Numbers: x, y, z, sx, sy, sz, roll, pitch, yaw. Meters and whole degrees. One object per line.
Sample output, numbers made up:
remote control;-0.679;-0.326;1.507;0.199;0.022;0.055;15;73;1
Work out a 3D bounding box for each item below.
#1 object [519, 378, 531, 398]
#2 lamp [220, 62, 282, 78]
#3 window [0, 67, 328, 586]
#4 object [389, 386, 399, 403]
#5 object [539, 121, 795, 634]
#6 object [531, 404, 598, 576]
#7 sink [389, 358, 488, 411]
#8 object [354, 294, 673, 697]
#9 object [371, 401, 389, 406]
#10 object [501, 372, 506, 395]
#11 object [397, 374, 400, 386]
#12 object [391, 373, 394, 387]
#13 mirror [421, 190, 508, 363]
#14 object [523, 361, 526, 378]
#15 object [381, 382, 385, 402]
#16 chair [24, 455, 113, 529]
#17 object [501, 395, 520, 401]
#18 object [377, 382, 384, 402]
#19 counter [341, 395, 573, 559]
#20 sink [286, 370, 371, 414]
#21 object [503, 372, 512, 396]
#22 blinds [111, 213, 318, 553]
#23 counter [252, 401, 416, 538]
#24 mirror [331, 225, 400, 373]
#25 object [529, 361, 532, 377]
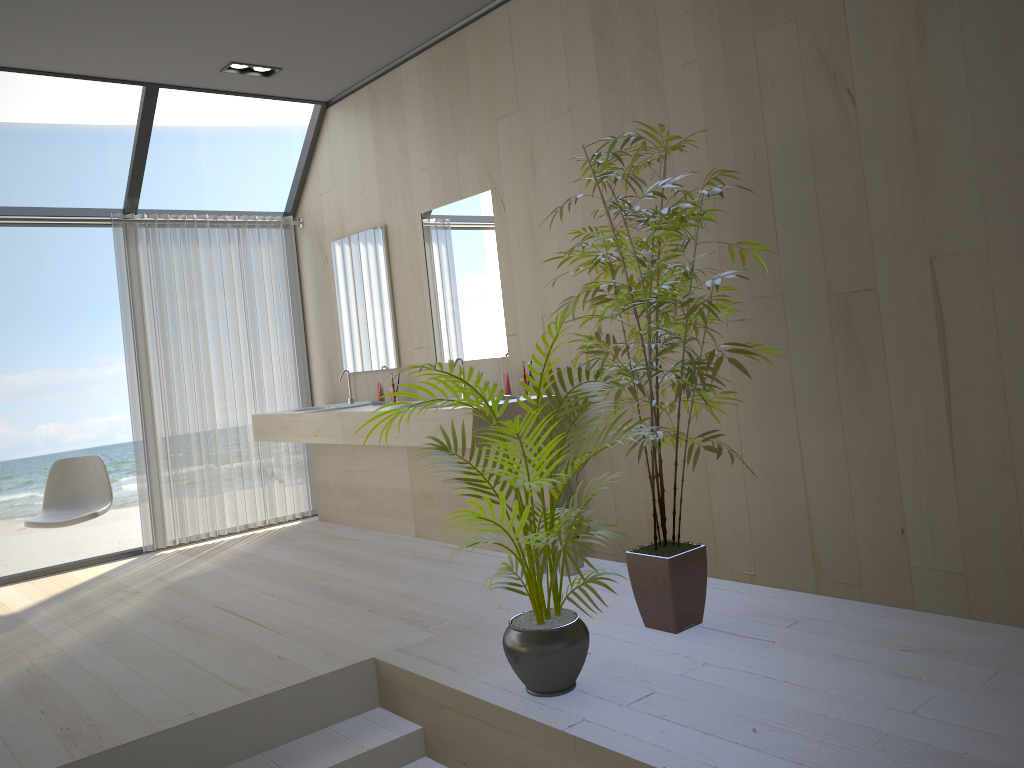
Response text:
object;0.069;0.020;4.308;0.058;0.100;0.058;-6;0;-29
lamp;-1.487;-1.835;5.031;0.302;0.112;0.163;-7;2;-39
window;-3.048;-0.251;4.592;4.574;2.816;0.742;-7;0;-39
object;-0.693;0.066;5.238;0.059;0.100;0.058;-6;-1;-33
object;0.529;-0.035;3.132;0.788;1.758;0.933;-6;-1;-14
object;0.252;0.471;4.056;0.273;0.750;0.408;-7;-1;39
sink;-0.363;0.086;4.504;0.505;0.420;0.572;-7;1;-36
object;0.011;0.328;2.617;0.916;1.158;0.750;-6;0;-6
object;-0.774;0.108;5.195;0.104;0.029;0.032;-6;1;1
object;-0.033;0.008;4.461;0.039;0.135;0.039;-6;-1;2
object;-0.682;0.024;5.242;0.054;0.175;0.012;-6;-1;-14
object;-0.698;0.025;5.209;0.012;0.178;0.050;-6;-1;0
mirror;-0.259;-0.560;4.814;0.023;0.869;0.651;-5;-1;-39
object;0.064;-0.021;4.279;0.012;0.178;0.050;-6;-1;0
object;-0.795;0.054;5.390;0.039;0.135;0.039;-6;-1;9
chair;-2.406;0.587;4.821;0.369;0.348;0.454;-6;1;-11
object;-0.012;0.062;4.266;0.104;0.029;0.032;-6;1;1
object;-0.788;0.057;5.276;0.039;0.135;0.039;-6;-1;9
counter;-0.304;0.495;4.551;0.552;0.791;1.201;-6;1;-39
sink;-1.125;0.133;5.433;0.505;0.420;0.572;-7;1;-36
object;-0.026;0.011;4.347;0.039;0.135;0.039;-6;-1;2
blinds;-1.891;-0.073;5.764;1.186;2.073;0.083;-6;-1;-39
counter;-1.067;0.542;5.480;0.552;0.791;1.201;-6;1;-39
mirror;-0.935;-0.517;5.595;0.023;0.869;0.651;-5;-1;-39
object;0.080;-0.023;4.313;0.054;0.175;0.012;-6;-1;-14
